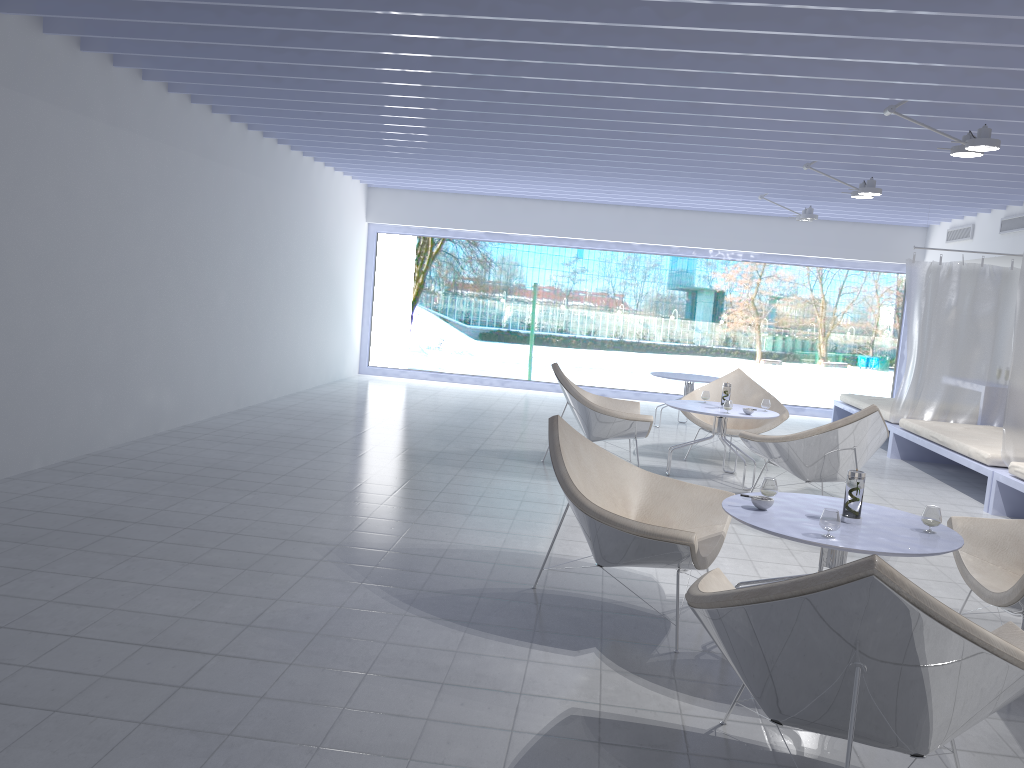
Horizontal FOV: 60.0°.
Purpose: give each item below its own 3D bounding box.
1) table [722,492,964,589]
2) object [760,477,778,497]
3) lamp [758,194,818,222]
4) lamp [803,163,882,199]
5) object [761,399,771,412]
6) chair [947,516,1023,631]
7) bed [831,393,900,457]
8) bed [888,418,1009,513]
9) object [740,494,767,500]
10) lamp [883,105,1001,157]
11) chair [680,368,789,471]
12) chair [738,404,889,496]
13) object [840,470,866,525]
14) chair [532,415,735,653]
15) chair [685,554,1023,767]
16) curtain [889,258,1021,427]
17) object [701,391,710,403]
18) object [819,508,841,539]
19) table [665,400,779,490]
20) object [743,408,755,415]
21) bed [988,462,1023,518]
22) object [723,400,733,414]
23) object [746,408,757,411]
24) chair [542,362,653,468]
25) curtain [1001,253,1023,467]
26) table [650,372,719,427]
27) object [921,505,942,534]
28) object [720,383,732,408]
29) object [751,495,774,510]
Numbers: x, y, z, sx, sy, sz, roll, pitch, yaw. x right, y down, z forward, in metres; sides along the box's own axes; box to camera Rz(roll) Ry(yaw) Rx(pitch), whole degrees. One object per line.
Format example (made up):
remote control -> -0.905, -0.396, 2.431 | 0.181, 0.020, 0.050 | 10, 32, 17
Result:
table -> 1.160, 0.755, 3.246 | 0.825, 0.534, 0.823 | 3, 6, -17
object -> 0.987, 0.408, 3.409 | 0.068, 0.091, 0.068 | 4, 6, -5
lamp -> 2.820, -1.809, 9.090 | 0.587, 0.218, 0.380 | 5, 6, 6
lamp -> 2.594, -1.612, 7.001 | 0.587, 0.218, 0.380 | 5, 6, 6
object -> 1.874, 0.157, 6.548 | 0.068, 0.091, 0.068 | 5, 6, -2
chair -> 2.140, 0.717, 3.299 | 0.753, 0.759, 0.906 | 6, 6, 9
bed -> 4.696, 0.475, 9.347 | 2.022, 0.422, 2.200 | 5, 6, 6
bed -> 4.443, 0.677, 7.161 | 2.016, 0.427, 2.200 | 5, 6, 6
object -> 0.893, 0.418, 3.275 | 0.098, 0.016, 0.012 | 5, 6, 5
lamp -> 2.369, -1.417, 4.933 | 0.587, 0.218, 0.380 | 5, 6, 6
chair -> 1.867, 0.259, 7.504 | 0.906, 0.759, 0.753 | 6, 6, 16
chair -> 2.040, 0.457, 5.734 | 0.906, 0.759, 0.753 | 2, 6, -24
object -> 1.226, 0.404, 3.183 | 0.075, 0.185, 0.075 | 1, 7, -31
chair -> 0.460, 0.543, 3.632 | 0.753, 0.759, 0.906 | 7, 6, 23
chair -> 0.864, 0.720, 2.245 | 0.906, 0.759, 0.753 | 7, 6, 20
curtain -> 4.586, -0.316, 8.172 | 2.050, 1.552, 0.151 | 5, 6, 6
object -> 1.484, 0.099, 6.798 | 0.068, 0.091, 0.068 | 8, 7, 28
object -> 1.054, 0.462, 2.941 | 0.068, 0.091, 0.068 | 4, 6, -5
table -> 1.522, 0.442, 6.563 | 0.825, 0.534, 0.823 | 4, 6, -3
object -> 1.669, 0.194, 6.261 | 0.082, 0.043, 0.082 | 2, 7, -26
bed -> 4.222, 0.887, 4.976 | 2.022, 0.422, 2.200 | 5, 6, 6
object -> 1.518, 0.160, 6.232 | 0.068, 0.091, 0.068 | 9, 7, 34
object -> 1.681, 0.179, 6.229 | 0.012, 0.016, 0.098 | 2, 7, -28
chair -> 0.630, 0.241, 6.686 | 0.753, 0.759, 0.906 | 5, 6, 1
curtain -> 4.386, -0.084, 5.975 | 1.998, 1.559, 0.125 | 5, 6, 4
table -> 1.832, 0.189, 9.257 | 0.823, 0.534, 0.825 | 0, 7, -37
object -> 1.481, 0.478, 3.131 | 0.068, 0.091, 0.068 | 4, 6, -5
object -> 1.580, 0.084, 6.547 | 0.075, 0.189, 0.075 | 4, 6, -3
object -> 0.922, 0.441, 3.270 | 0.082, 0.043, 0.082 | 6, 6, 7
